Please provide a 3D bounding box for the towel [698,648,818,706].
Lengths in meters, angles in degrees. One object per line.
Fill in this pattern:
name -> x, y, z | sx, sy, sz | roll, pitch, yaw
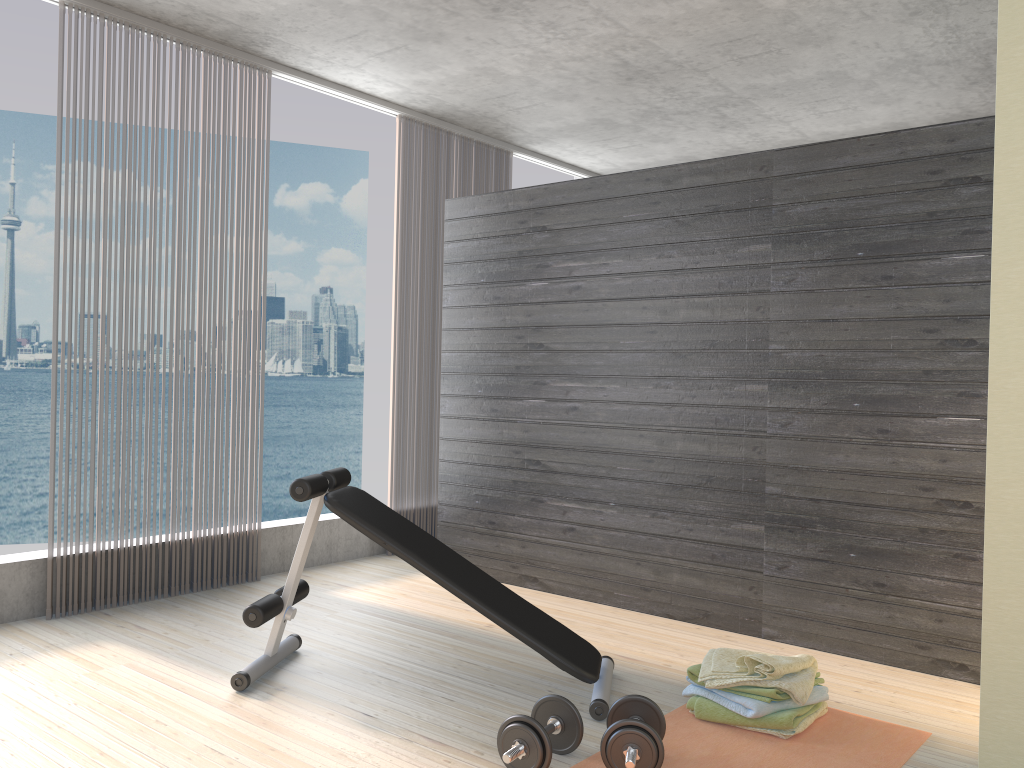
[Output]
towel -> 0.833, 0.952, 3.010 | 0.373, 0.123, 0.384 | 1, 0, 23

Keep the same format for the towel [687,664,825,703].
towel -> 0.832, 1.006, 3.038 | 0.371, 0.085, 0.376 | 2, 0, 44

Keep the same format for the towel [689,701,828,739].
towel -> 0.844, 1.091, 3.000 | 0.371, 0.044, 0.376 | 2, 0, 38

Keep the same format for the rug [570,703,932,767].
rug -> 0.195, 1.103, 2.012 | 0.716, 0.002, 2.779 | 2, 0, 39

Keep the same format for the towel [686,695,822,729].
towel -> 0.826, 1.068, 2.990 | 0.367, 0.081, 0.380 | 2, 0, 37

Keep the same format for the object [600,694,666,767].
object -> 0.350, 1.011, 2.540 | 0.176, 0.176, 0.385 | 1, 0, 11

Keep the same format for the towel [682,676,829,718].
towel -> 0.823, 1.042, 3.013 | 0.383, 0.078, 0.383 | 1, 0, -34

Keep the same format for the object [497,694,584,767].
object -> 0.084, 1.014, 2.561 | 0.176, 0.176, 0.385 | 2, 0, 31

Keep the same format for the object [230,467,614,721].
object -> -0.287, 0.711, 3.229 | 1.312, 0.746, 0.505 | 1, 0, 9

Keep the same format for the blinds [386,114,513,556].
blinds -> -0.390, -0.301, 5.926 | 0.069, 2.744, 1.133 | 2, 0, 39

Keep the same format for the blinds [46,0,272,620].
blinds -> -1.681, -0.324, 4.355 | 0.069, 2.744, 1.133 | 2, 0, 39
